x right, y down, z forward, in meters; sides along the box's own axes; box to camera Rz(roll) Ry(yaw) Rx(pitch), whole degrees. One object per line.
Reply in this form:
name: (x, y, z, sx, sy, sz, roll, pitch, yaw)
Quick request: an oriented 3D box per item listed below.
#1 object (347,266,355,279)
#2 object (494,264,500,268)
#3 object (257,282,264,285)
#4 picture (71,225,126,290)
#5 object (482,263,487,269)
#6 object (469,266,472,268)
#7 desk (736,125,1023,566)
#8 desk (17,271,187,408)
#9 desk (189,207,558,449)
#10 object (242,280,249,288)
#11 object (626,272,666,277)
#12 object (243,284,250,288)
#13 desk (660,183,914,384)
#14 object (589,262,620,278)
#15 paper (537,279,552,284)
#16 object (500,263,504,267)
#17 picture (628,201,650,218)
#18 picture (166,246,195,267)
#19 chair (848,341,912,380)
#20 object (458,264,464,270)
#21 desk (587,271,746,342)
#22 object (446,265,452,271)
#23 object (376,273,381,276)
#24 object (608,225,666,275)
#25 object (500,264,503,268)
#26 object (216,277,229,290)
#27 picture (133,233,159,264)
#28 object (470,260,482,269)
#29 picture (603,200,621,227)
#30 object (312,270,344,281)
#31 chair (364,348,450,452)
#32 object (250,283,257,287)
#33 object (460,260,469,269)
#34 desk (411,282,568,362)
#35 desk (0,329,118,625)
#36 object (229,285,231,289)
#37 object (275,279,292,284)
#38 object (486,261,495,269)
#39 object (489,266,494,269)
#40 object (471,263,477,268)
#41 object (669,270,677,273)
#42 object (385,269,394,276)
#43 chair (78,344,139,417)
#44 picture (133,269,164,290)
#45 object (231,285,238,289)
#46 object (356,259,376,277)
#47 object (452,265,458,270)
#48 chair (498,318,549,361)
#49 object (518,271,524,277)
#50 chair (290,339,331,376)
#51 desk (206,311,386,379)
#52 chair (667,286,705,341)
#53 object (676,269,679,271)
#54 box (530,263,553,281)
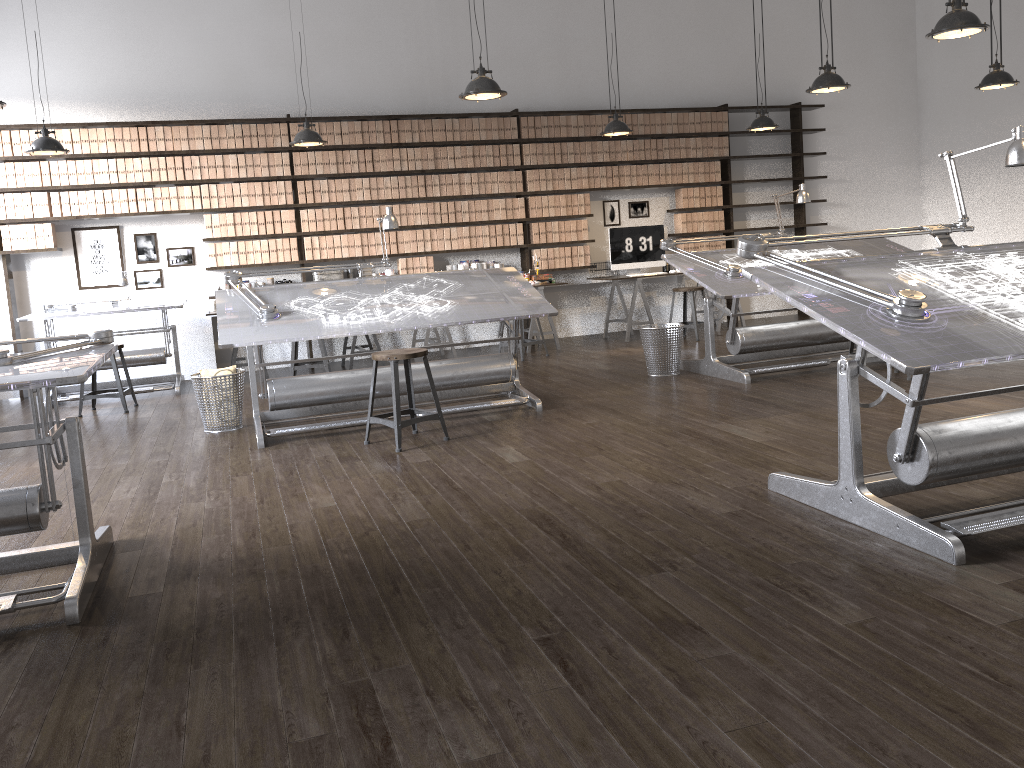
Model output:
object: (-1.633, -1.096, 8.973, 0.079, 0.187, 0.079, -9, 8, -38)
object: (-0.149, -1.207, 9.256, 0.062, 0.095, 0.062, -2, 7, 14)
object: (-2.440, -0.939, 8.604, 0.062, 0.094, 0.062, -8, 8, -31)
picture: (-3.865, -1.183, 8.291, 0.416, 0.572, 0.040, -6, 6, -17)
object: (-0.296, -1.212, 9.291, 0.062, 0.118, 0.062, 1, 9, 41)
object: (-0.417, -1.187, 9.273, 0.054, 0.101, 0.054, -4, 7, -1)
desk: (1.963, -0.297, 3.376, 2.072, 1.379, 1.081, -7, 7, -17)
desk: (-3.541, -0.445, 7.854, 1.271, 1.092, 1.076, -7, 8, -17)
desk: (-0.950, -0.459, 5.790, 2.283, 1.379, 1.081, -7, 7, -17)
object: (-2.602, -0.944, 8.630, 0.095, 0.127, 0.094, -3, 7, 13)
object: (1.417, -1.152, 9.306, 0.440, 0.017, 0.119, -8, 9, -22)
object: (-2.554, -0.919, 8.529, 0.062, 0.094, 0.062, -8, 8, -31)
desk: (2.231, -0.846, 6.792, 2.072, 1.379, 1.081, -7, 7, -17)
object: (0.990, -1.224, 9.493, 0.285, 0.160, 0.204, -8, 9, -25)
paper: (0.335, -1.048, 9.049, 0.155, 0.038, 0.138, -5, 9, -3)
object: (-0.113, -1.230, 9.388, 0.062, 0.095, 0.062, -2, 7, 14)
picture: (1.424, -1.960, 9.956, 0.251, 0.182, 0.023, -7, 6, -17)
picture: (-3.186, -1.223, 8.519, 0.251, 0.182, 0.023, -7, 6, -17)
chair: (2.453, -0.295, 5.971, 0.371, 0.525, 0.360, -3, 7, 11)
object: (-0.524, -1.173, 9.143, 0.062, 0.118, 0.062, 0, 8, 32)
desk: (1.723, -0.871, 9.561, 1.671, 0.666, 0.658, -7, 8, -17)
object: (-0.648, -1.172, 9.200, 0.062, 0.118, 0.062, -1, 7, 23)
object: (-1.363, -1.078, 8.997, 0.063, 0.093, 0.063, 1, 8, 34)
object: (1.336, -1.432, 9.525, 0.644, 0.515, 0.205, -7, 7, -17)
object: (-0.128, -1.218, 9.319, 0.063, 0.094, 0.063, -2, 7, 14)
object: (-2.759, -0.934, 8.459, 0.107, 0.176, 0.108, -6, 7, -16)
picture: (-3.477, -1.289, 8.421, 0.202, 0.283, 0.022, -6, 6, -18)
object: (-0.376, -1.224, 9.298, 0.094, 0.161, 0.206, -6, 8, -16)
picture: (1.108, -1.901, 9.859, 0.202, 0.283, 0.022, -6, 6, -18)
object: (-1.827, -1.046, 8.821, 0.317, 0.151, 0.194, -7, 8, -18)
chair: (-0.612, 0.078, 4.998, 0.360, 0.525, 0.372, -10, 9, -39)
object: (-2.493, -0.928, 8.564, 0.063, 0.093, 0.063, -8, 8, -31)
object: (-0.495, -1.207, 9.249, 0.095, 0.161, 0.094, -7, 7, -21)
desk: (-0.309, -0.624, 8.921, 1.671, 0.666, 0.658, -7, 8, -17)
desk: (-2.047, 0.148, 3.025, 1.271, 1.182, 1.176, -6, 8, -17)
object: (-2.750, -0.939, 8.605, 0.071, 0.128, 0.072, 0, 8, 29)
object: (-2.230, -0.970, 8.656, 0.171, 0.108, 0.091, -7, 7, -17)
object: (-0.226, -1.237, 9.400, 0.094, 0.129, 0.095, -8, 8, -30)
object: (-0.212, -1.202, 9.317, 0.054, 0.081, 0.054, -8, 8, -27)
object: (-0.387, -1.190, 9.190, 0.062, 0.118, 0.062, 1, 9, 41)
object: (1.707, -1.197, 9.411, 0.059, 0.028, 0.107, -7, 9, -20)
object: (-1.238, -1.097, 8.977, 0.095, 0.127, 0.094, -5, 7, -11)
chair: (-3.185, -0.035, 6.940, 0.372, 0.525, 0.360, -5, 7, -9)
picture: (-3.465, -0.998, 8.446, 0.251, 0.182, 0.023, -7, 6, -17)
object: (-2.682, -0.938, 8.563, 0.070, 0.130, 0.070, -2, 7, 21)
object: (-1.478, -1.150, 8.937, 0.182, 0.270, 0.157, -9, 8, -33)
object: (-0.589, -1.171, 9.168, 0.062, 0.117, 0.063, -1, 7, 23)
chair: (0.088, -0.501, 8.411, 0.373, 0.525, 0.359, -11, 9, -44)
object: (0.076, -1.092, 9.138, 0.105, 0.141, 0.104, -5, 7, -10)
chair: (-1.807, -0.282, 7.887, 0.372, 0.525, 0.360, -5, 7, -9)
desk: (-1.984, -0.421, 8.394, 1.671, 0.666, 0.658, -7, 8, -17)
chair: (1.799, -0.713, 8.977, 0.372, 0.525, 0.360, 2, 9, 41)
object: (1.827, -1.292, 9.608, 0.094, 0.144, 0.095, -3, 7, 9)
box: (0.297, -1.156, 9.191, 0.212, 0.206, 0.138, -6, 7, -17)
